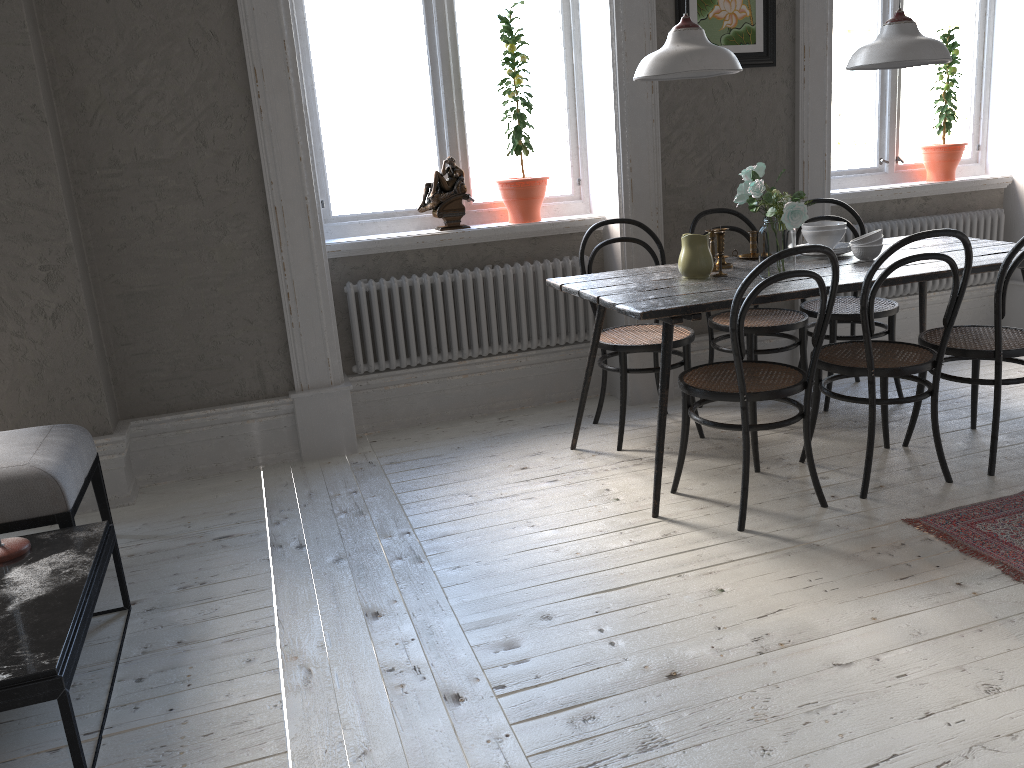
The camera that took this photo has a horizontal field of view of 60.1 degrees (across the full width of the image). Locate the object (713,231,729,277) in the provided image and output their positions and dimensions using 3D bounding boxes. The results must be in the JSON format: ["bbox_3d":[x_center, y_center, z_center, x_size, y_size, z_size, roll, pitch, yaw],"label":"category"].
[{"bbox_3d":[0.791,-0.494,3.361,0.059,0.167,0.059,-6,15,-3],"label":"object"}]

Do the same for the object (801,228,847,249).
[{"bbox_3d":[1.295,-0.598,3.681,0.182,0.094,0.176,-11,17,-25],"label":"object"}]

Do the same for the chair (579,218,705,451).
[{"bbox_3d":[0.553,-0.237,3.847,0.441,0.921,0.545,-7,15,-9],"label":"chair"}]

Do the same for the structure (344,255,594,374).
[{"bbox_3d":[-0.162,-0.339,4.182,1.239,0.428,0.146,-9,16,-19],"label":"structure"}]

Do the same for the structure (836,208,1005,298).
[{"bbox_3d":[2.258,-0.717,4.946,1.239,0.428,0.146,-9,16,-19],"label":"structure"}]

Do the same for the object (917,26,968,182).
[{"bbox_3d":[2.398,-1.544,4.913,0.258,0.814,0.261,-2,15,10],"label":"object"}]

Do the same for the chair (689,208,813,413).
[{"bbox_3d":[1.082,-0.321,4.018,0.443,0.921,0.541,-10,16,-18],"label":"chair"}]

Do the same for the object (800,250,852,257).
[{"bbox_3d":[1.300,-0.547,3.695,0.237,0.027,0.237,-4,15,1],"label":"object"}]

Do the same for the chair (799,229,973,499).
[{"bbox_3d":[1.316,-0.105,3.153,0.441,0.921,0.545,-7,15,-9],"label":"chair"}]

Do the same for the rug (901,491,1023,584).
[{"bbox_3d":[1.976,0.427,2.736,1.304,0.014,0.727,-9,16,-17],"label":"rug"}]

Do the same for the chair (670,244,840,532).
[{"bbox_3d":[0.807,-0.025,2.988,0.443,0.921,0.541,-10,16,-18],"label":"chair"}]

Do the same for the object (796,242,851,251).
[{"bbox_3d":[1.299,-0.564,3.691,0.236,0.027,0.238,-3,15,6],"label":"object"}]

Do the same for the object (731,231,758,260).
[{"bbox_3d":[1.029,-0.594,3.777,0.142,0.112,0.137,-14,18,-33],"label":"object"}]

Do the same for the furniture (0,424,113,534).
[{"bbox_3d":[-1.767,0.444,2.759,0.837,0.476,0.576,-9,16,-17],"label":"furniture"}]

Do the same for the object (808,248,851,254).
[{"bbox_3d":[1.299,-0.556,3.693,0.232,0.027,0.242,9,19,39],"label":"object"}]

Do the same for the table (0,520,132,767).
[{"bbox_3d":[-1.657,0.731,2.040,1.325,0.303,0.838,-9,16,-17],"label":"table"}]

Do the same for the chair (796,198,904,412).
[{"bbox_3d":[1.552,-0.389,4.148,0.439,0.921,0.547,-6,15,-4],"label":"chair"}]

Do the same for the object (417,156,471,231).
[{"bbox_3d":[-0.324,-0.879,4.097,0.239,0.330,0.118,-9,16,-15],"label":"object"}]

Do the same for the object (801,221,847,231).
[{"bbox_3d":[1.294,-0.618,3.676,0.182,0.094,0.176,-11,17,-25],"label":"object"}]

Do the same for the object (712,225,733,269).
[{"bbox_3d":[0.840,-0.553,3.562,0.098,0.172,0.094,-15,18,-34],"label":"object"}]

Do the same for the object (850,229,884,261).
[{"bbox_3d":[1.399,-0.549,3.497,0.128,0.119,0.124,-5,15,-1],"label":"object"}]

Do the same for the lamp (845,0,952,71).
[{"bbox_3d":[1.395,-2.102,3.131,0.382,1.860,0.376,-7,15,-9],"label":"lamp"}]

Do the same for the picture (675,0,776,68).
[{"bbox_3d":[0.983,-1.770,4.056,0.527,0.620,0.019,-9,16,-17],"label":"picture"}]

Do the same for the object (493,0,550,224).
[{"bbox_3d":[0.023,-1.256,4.131,0.266,0.992,0.274,1,16,21],"label":"object"}]

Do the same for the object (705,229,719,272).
[{"bbox_3d":[0.789,-0.529,3.484,0.062,0.172,0.062,-3,15,4],"label":"object"}]

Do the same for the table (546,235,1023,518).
[{"bbox_3d":[1.209,-0.119,3.592,1.942,0.735,0.893,-9,16,-17],"label":"table"}]

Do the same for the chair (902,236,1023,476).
[{"bbox_3d":[1.784,-0.173,3.282,0.443,0.921,0.541,-10,16,-18],"label":"chair"}]

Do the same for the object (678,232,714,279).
[{"bbox_3d":[0.695,-0.495,3.386,0.147,0.170,0.138,6,18,33],"label":"object"}]

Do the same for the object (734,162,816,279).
[{"bbox_3d":[0.949,-0.590,3.196,0.254,0.414,0.307,-10,16,-18],"label":"object"}]

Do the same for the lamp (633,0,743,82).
[{"bbox_3d":[0.541,-1.969,2.862,0.374,1.860,0.384,1,16,20],"label":"lamp"}]

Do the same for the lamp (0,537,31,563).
[{"bbox_3d":[-1.431,0.072,2.236,0.136,0.840,0.254,0,16,18],"label":"lamp"}]
